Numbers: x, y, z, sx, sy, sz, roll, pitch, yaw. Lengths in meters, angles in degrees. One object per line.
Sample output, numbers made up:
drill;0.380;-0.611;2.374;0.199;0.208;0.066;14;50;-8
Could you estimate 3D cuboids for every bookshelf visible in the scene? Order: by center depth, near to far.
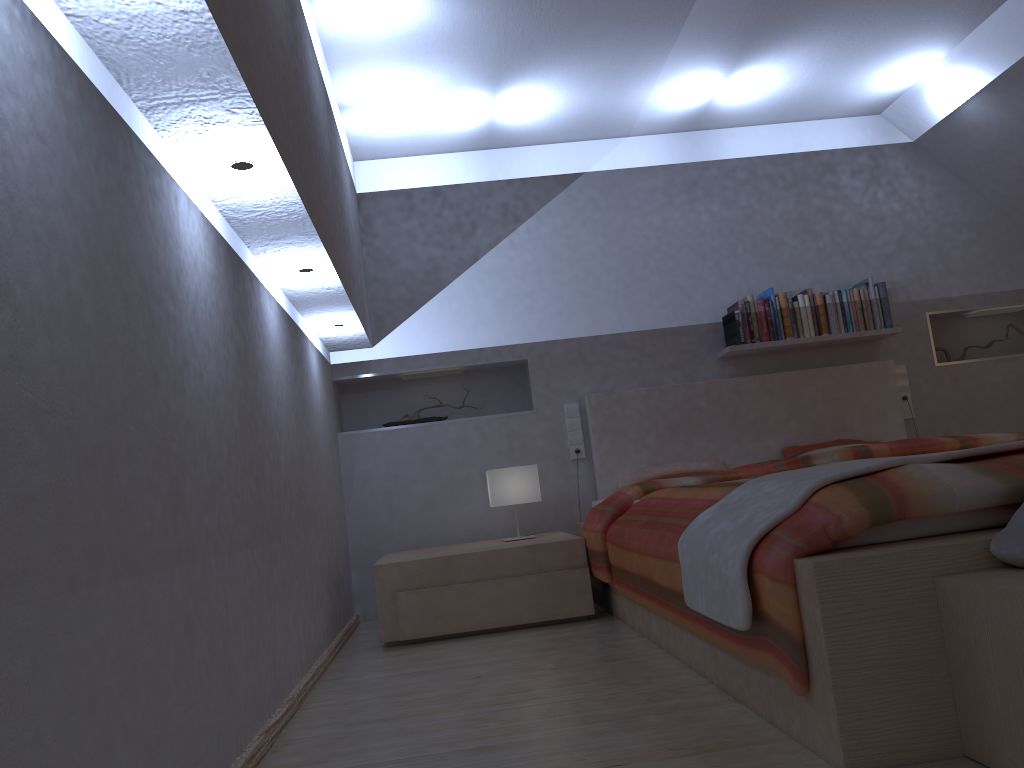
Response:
bookshelf;1.523;0.363;1.290;1.495;0.303;0.643;-6;-7;-5
bookshelf;1.547;-0.215;4.642;0.916;0.028;0.223;-6;-7;-5

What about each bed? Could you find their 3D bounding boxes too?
bed;1.352;0.266;3.137;2.087;0.994;3.009;-6;-7;-5

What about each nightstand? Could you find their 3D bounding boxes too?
nightstand;-0.140;0.890;3.955;0.859;0.329;0.847;-6;-7;-5

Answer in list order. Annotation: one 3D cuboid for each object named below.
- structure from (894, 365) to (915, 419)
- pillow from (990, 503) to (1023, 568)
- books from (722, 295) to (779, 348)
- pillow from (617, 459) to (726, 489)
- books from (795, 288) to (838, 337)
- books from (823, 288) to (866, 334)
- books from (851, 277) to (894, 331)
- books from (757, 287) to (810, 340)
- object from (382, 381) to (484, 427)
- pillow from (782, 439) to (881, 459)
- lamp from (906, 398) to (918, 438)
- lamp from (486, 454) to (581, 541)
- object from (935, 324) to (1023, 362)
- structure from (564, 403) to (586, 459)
structure;2.095;0.045;4.757;0.077;0.286;0.034;-6;-7;-5
pillow;1.157;0.172;1.541;0.498;0.241;0.470;-1;-9;-40
books;1.238;-0.325;4.630;0.209;0.260;0.215;-6;-7;-5
pillow;0.831;0.468;4.311;0.572;0.180;0.492;-6;-7;-5
books;1.588;-0.364;4.664;0.140;0.260;0.209;-6;-7;-5
books;1.737;-0.366;4.680;0.159;0.231;0.200;-6;-7;-5
books;1.884;-0.408;4.696;0.145;0.281;0.200;-6;-7;-5
books;1.428;-0.357;4.656;0.178;0.281;0.200;-6;-7;-5
object;-0.405;0.091;4.723;0.589;0.242;0.183;-6;-7;-7
pillow;1.682;0.353;4.339;0.566;0.188;0.497;-7;-7;-4
lamp;2.565;0.262;3.491;0.396;0.788;2.551;-5;-7;-14
lamp;0.090;0.603;4.284;0.318;0.515;0.684;-10;-8;23
object;2.792;-0.242;4.996;0.905;0.193;0.085;-6;-7;-5
structure;0.325;0.245;4.602;0.077;0.286;0.034;-6;-7;-5
